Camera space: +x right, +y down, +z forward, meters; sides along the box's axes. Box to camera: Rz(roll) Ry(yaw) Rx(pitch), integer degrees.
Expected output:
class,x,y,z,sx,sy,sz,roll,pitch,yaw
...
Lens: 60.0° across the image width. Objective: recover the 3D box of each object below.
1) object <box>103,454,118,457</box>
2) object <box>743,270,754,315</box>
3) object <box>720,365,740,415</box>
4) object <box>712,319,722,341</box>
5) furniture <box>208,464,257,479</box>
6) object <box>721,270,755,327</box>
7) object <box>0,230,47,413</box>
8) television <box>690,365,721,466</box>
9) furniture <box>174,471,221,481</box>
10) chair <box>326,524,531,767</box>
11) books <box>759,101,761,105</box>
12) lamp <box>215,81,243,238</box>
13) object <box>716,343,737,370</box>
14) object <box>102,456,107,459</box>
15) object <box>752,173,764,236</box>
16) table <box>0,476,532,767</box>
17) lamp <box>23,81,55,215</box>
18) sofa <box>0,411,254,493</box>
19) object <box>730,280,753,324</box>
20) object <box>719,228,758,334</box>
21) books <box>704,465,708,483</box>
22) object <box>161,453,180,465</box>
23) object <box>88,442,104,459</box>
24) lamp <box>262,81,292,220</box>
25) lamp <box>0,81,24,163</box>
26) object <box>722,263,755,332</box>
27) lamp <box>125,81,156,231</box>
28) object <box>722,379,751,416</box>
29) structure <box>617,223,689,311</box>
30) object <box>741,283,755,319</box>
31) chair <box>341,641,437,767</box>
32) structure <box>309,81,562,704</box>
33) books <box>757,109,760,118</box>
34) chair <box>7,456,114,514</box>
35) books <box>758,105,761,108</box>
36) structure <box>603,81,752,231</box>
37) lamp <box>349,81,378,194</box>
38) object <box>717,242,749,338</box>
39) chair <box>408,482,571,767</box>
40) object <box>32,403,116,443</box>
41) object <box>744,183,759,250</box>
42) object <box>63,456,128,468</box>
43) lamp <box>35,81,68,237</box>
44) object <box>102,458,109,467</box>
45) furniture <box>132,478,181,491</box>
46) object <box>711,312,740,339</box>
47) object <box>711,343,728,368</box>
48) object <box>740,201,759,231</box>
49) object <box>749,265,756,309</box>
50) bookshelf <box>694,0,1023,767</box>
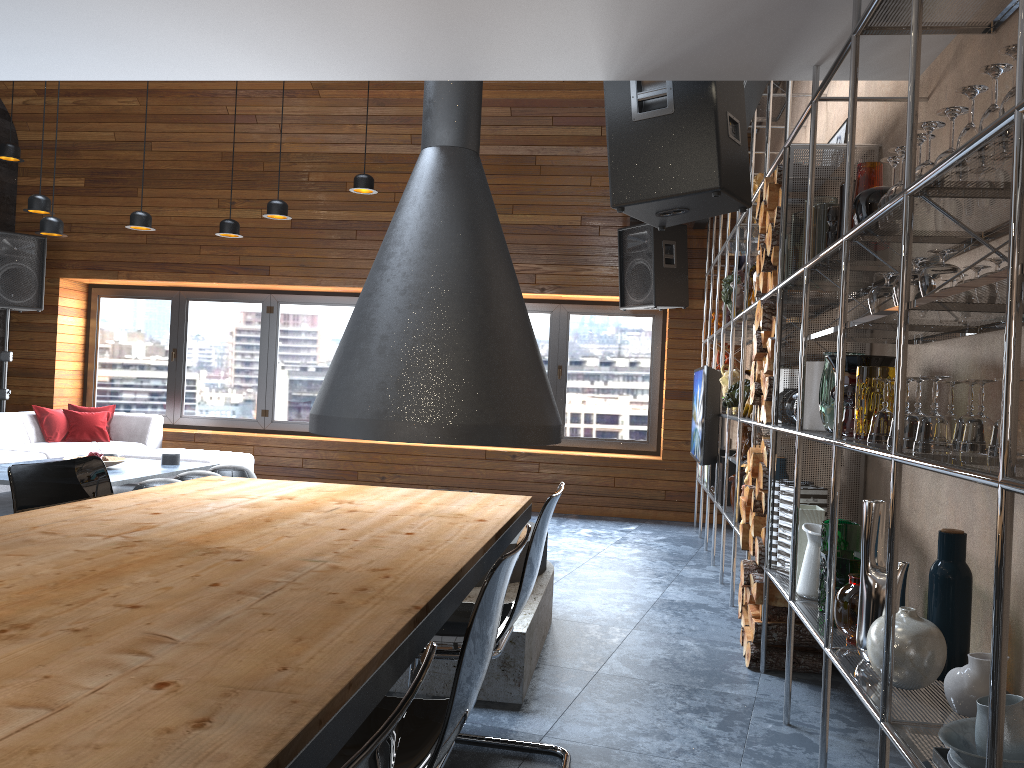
class,x,y,z,sx,sy,sz,roll,pitch,yaw
object,-2.967,0.537,6.488,0.160,0.040,0.160,3,0,-15
object,1.432,-0.519,4.946,0.290,0.290,0.097,3,0,6
object,1.422,0.038,5.415,0.325,0.310,0.154,3,0,-7
object,1.740,-0.457,7.308,0.233,0.209,0.107,3,0,-5
furniture,-2.004,0.800,6.291,0.401,0.462,0.402,3,0,-42
object,1.469,-0.548,5.649,0.255,0.356,0.167,3,0,27
object,-4.710,-0.235,8.115,0.639,2.298,0.686,3,-1,-44
television,1.335,0.208,6.134,0.115,0.638,1.075,3,0,8
furniture,-2.041,0.796,5.766,0.402,0.462,0.401,3,0,28
chair,-0.242,0.681,1.640,0.599,0.825,0.527,3,0,8
books,1.632,-2.007,6.054,0.137,0.216,0.049,3,0,8
lamp,-2.174,-2.166,6.975,0.210,2.003,0.210,3,-1,-45
object,1.713,-0.216,7.085,0.267,0.223,0.060,3,0,-37
object,-2.795,0.518,6.041,0.062,0.062,0.060,3,0,-31
object,1.620,-1.165,5.596,0.215,0.458,0.328,3,0,13
table,-0.935,0.589,0.196,1.185,0.927,5.998,3,0,8
lamp,-3.452,-2.289,6.572,0.210,2.036,0.210,3,-1,-45
sofa,-3.453,0.619,6.405,2.205,0.693,4.035,3,0,8
object,1.424,-0.507,5.419,0.164,0.266,0.237,3,0,25
object,1.690,-0.778,6.513,0.305,0.840,0.237,3,0,10
books,1.637,0.686,7.227,0.139,0.208,0.461,3,0,7
object,-2.459,0.540,6.387,0.126,0.081,0.126,3,0,-20
object,-2.810,0.471,5.965,0.118,0.172,0.105,3,0,-30
lamp,-1.695,-2.191,6.581,0.210,1.911,0.210,3,-1,-45
lamp,-3.971,-2.475,7.069,0.210,1.369,0.210,3,-1,-45
object,1.540,-0.585,6.050,0.219,0.441,0.462,3,0,8
lamp,-2.729,-2.179,6.636,0.210,2.034,0.210,3,-1,-45
object,1.399,0.081,5.064,0.403,0.221,0.192,2,0,45
structure,1.203,-0.975,7.451,0.488,0.735,0.461,3,0,-32
object,1.463,-0.477,5.114,0.272,0.207,0.137,3,0,11
chair,-0.359,0.671,0.783,0.599,0.825,0.527,3,0,8
structure,-0.299,-1.751,4.020,1.197,5.700,1.689,3,0,8
books,1.679,-2.008,6.320,0.177,0.219,0.008,3,0,8
chair,-1.118,0.644,2.550,0.599,0.825,0.527,3,0,8
books,1.637,-2.009,6.115,0.155,0.215,0.055,3,0,8
structure,0.664,-1.021,3.511,0.506,0.744,0.460,3,0,33
lamp,-1.076,-2.228,6.655,0.210,1.565,0.210,3,-1,-45
object,1.706,-0.798,6.782,0.244,0.879,0.244,2,0,36
chair,-0.125,0.691,2.497,0.599,0.825,0.527,3,0,8
object,-3.875,0.363,7.967,0.528,0.354,0.742,3,0,8
object,1.643,-1.155,6.047,0.207,0.442,0.328,3,0,1
object,-2.796,0.531,5.953,0.395,0.061,0.395,3,0,0
lamp,-3.257,-2.209,6.382,0.210,2.273,0.210,3,-1,-45
object,-2.707,0.522,5.895,0.061,0.061,0.063,3,0,7
furniture,-2.077,0.791,5.257,0.401,0.462,0.402,3,0,23
object,1.709,-0.460,7.060,0.278,0.222,0.138,3,0,18
object,1.736,-0.218,7.285,0.233,0.229,0.116,3,0,-42
object,1.445,-1.081,5.356,0.208,0.280,0.131,3,0,-10
object,1.388,-0.516,4.782,0.227,0.270,0.123,3,0,8
bookshelf,1.154,-1.950,2.168,0.421,6.219,10.738,3,0,8
